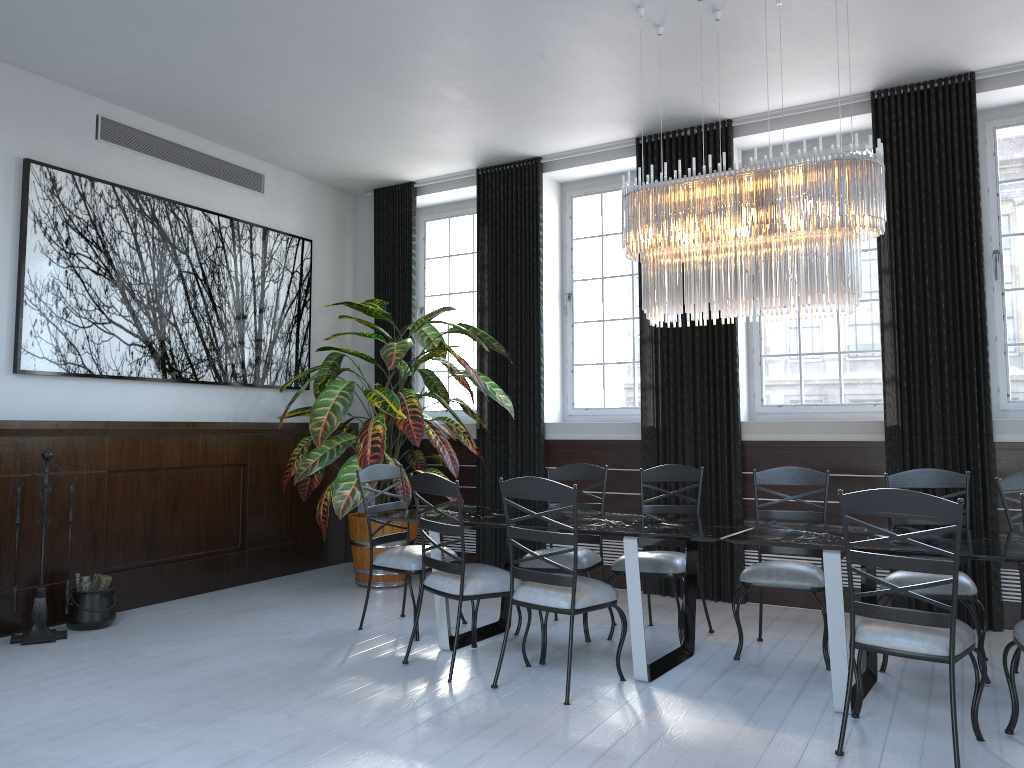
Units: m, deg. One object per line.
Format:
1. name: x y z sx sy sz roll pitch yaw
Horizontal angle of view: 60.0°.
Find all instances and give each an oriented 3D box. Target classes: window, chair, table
1. window: 0.838 -0.692 7.012 1.032 1.998 0.132 -3 -6 33
2. chair: -0.231 0.921 4.426 0.503 0.968 0.495 4 -6 -39
3. chair: 1.988 0.848 3.095 0.496 0.968 0.502 -3 -5 27
4. chair: 2.077 0.913 4.382 0.496 0.968 0.502 -3 -5 31
5. chair: 0.210 0.903 4.094 0.496 0.968 0.502 -3 -6 34
6. window: -0.453 -0.647 7.843 1.032 1.998 0.132 -3 -6 33
7. chair: 1.452 0.859 3.280 0.496 0.968 0.502 -3 -6 32
8. chair: -0.601 0.963 5.247 0.503 0.968 0.495 -3 -6 33
9. table: 1.982 0.999 3.612 1.994 0.699 0.889 -2 -4 32
10. table: 0.278 1.055 4.658 1.994 0.699 0.889 -2 -4 32
11. chair: 0.843 0.948 5.016 0.496 0.968 0.502 -3 -6 35
12. chair: 2.607 0.896 4.073 0.496 0.968 0.502 0 -5 -6
13. chair: 0.320 0.957 5.173 0.496 0.968 0.502 -3 -5 29
14. window: 2.128 -0.737 6.180 1.032 1.998 0.132 -3 -6 33
15. chair: 1.437 0.922 4.636 0.490 0.959 0.502 -2 -5 26
16. window: 3.421 -0.782 5.350 1.032 1.998 0.132 -3 -6 33

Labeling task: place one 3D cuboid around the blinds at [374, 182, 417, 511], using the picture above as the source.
1. blinds: -1.026 -0.092 7.698 0.455 3.325 0.102 -3 -6 32

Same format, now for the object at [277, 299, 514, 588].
1. object: -0.924 0.381 6.670 1.739 2.250 1.803 2 -5 -31

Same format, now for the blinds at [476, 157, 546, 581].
1. blinds: -0.026 -0.128 7.036 0.623 3.325 0.098 -3 -6 33

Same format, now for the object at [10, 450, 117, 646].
1. object: -2.590 0.910 5.155 0.322 1.055 0.634 -2 -5 22

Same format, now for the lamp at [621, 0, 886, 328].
1. lamp: 1.130 -1.119 4.322 1.271 1.631 0.439 -3 -6 32

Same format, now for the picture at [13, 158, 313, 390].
1. picture: -2.301 -0.643 6.349 0.037 1.283 2.585 -3 -4 27

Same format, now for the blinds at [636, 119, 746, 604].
1. blinds: 1.227 -0.172 6.225 0.739 3.325 0.111 -3 -6 33

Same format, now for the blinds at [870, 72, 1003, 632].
1. blinds: 2.552 -0.218 5.373 0.604 3.325 0.111 -3 -6 33
